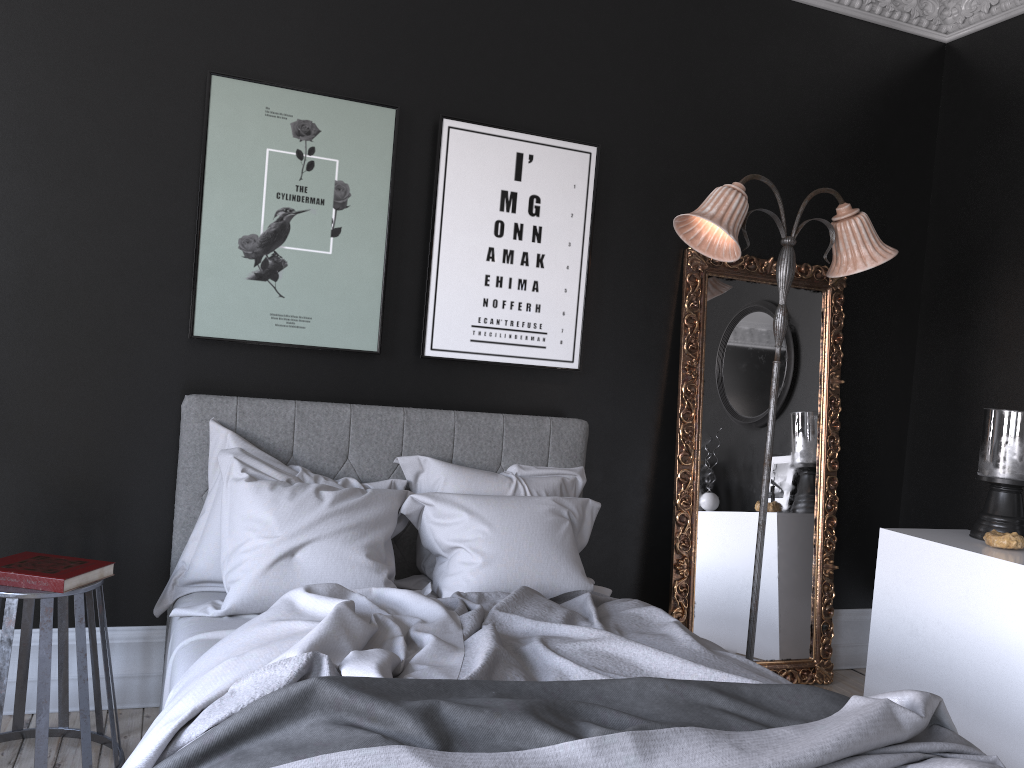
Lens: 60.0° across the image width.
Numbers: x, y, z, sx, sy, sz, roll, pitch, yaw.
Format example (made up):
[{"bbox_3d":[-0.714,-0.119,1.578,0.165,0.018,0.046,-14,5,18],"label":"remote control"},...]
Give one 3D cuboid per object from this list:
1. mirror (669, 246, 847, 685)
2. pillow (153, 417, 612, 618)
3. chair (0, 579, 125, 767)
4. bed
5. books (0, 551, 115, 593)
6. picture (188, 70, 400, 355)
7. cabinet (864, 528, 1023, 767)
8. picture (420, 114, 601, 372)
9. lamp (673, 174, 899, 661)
[{"bbox_3d":[1.275,0.440,4.533,0.992,2.193,0.254,4,2,-21],"label":"mirror"},{"bbox_3d":[-0.413,0.576,3.509,1.831,0.760,0.679,4,1,-21],"label":"pillow"},{"bbox_3d":[-1.617,0.987,2.994,0.613,0.673,0.613,5,2,23],"label":"chair"},{"bbox_3d":[-0.086,0.804,2.458,2.767,1.299,3.280,4,1,-33],"label":"bed"},{"bbox_3d":[-1.577,0.631,2.986,0.346,0.045,0.275,5,1,9],"label":"books"},{"bbox_3d":[-0.898,-0.692,3.715,0.792,1.079,0.014,4,2,-21],"label":"picture"},{"bbox_3d":[2.447,1.211,3.316,0.570,0.883,2.394,4,1,-21],"label":"cabinet"},{"bbox_3d":[0.005,-0.622,4.064,0.792,1.079,0.014,4,2,-21],"label":"picture"},{"bbox_3d":[1.126,0.320,3.898,0.986,2.413,0.772,5,2,12],"label":"lamp"}]
